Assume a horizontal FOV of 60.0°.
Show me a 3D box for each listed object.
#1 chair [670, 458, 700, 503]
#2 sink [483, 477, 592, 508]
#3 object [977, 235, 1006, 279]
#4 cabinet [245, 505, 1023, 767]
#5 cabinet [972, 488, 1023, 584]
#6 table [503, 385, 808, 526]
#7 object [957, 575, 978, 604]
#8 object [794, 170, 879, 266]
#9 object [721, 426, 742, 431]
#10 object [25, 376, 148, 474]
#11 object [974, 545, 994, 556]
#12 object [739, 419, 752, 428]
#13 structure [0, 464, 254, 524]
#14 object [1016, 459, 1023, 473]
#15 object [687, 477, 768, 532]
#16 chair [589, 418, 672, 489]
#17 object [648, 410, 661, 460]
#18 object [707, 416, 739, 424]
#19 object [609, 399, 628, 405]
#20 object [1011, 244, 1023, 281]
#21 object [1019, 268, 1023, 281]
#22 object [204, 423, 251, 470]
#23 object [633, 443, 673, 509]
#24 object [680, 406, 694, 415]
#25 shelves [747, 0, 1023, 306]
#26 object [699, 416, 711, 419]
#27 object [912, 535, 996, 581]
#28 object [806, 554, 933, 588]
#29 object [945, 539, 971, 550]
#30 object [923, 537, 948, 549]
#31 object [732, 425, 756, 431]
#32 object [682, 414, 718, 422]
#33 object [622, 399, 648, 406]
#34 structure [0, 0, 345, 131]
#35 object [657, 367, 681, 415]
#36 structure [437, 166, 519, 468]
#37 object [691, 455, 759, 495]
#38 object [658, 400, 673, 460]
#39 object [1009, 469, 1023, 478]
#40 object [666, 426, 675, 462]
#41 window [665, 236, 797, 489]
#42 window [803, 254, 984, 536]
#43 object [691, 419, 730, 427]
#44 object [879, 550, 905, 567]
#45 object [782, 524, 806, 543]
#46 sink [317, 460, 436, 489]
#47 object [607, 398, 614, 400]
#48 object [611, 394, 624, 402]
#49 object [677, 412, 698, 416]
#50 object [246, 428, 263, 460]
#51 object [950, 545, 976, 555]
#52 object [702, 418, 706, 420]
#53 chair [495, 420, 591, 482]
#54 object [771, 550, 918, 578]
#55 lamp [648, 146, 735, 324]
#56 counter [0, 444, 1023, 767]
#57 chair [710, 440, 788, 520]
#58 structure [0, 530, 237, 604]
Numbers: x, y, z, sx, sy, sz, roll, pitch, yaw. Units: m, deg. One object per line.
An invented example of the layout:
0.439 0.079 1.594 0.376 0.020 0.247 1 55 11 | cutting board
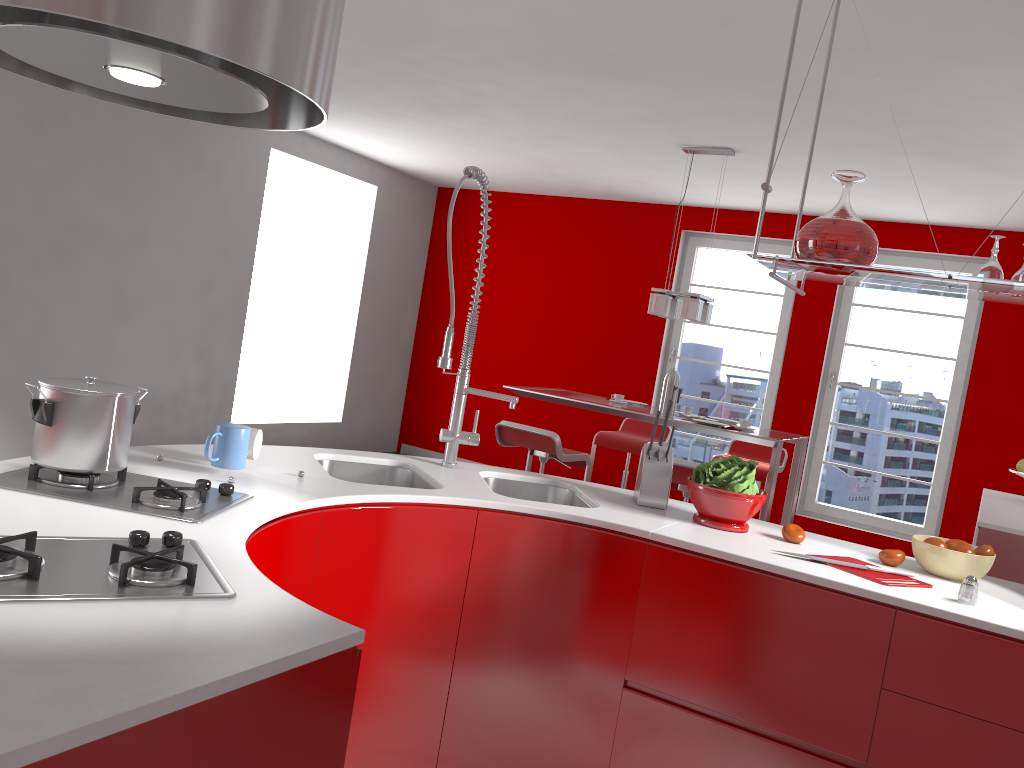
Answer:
0.843 0.793 4.498 0.418 0.857 0.460 11 4 24 | chair
0.057 0.418 2.675 0.326 0.172 0.428 9 3 -10 | sink
1.223 -0.305 2.257 0.060 0.141 0.060 11 4 28 | object
0.307 0.806 1.979 1.875 0.761 1.025 8 3 -16 | cabinet
2.529 1.071 4.299 0.610 0.880 1.802 11 4 28 | cabinet
0.788 0.657 5.448 1.700 1.000 0.800 11 4 28 | table
1.066 0.479 2.069 0.043 0.066 0.042 12 4 42 | object
0.881 -0.431 2.378 0.213 0.266 0.213 7 4 -33 | object
1.230 0.248 4.910 0.095 0.012 0.234 11 4 29 | object
-0.876 0.075 1.821 0.189 0.185 0.218 9 3 -9 | object
1.231 0.448 2.324 0.055 0.058 0.066 10 3 14 | object
1.337 0.230 5.072 0.078 0.049 0.062 11 4 28 | object
-0.796 0.201 1.818 0.457 0.037 0.303 10 3 4 | structure
2.799 0.453 4.816 0.083 0.086 0.100 9 3 -12 | object
0.609 0.349 2.551 0.229 0.118 0.228 9 3 0 | object
0.818 0.682 6.351 0.418 0.857 0.460 12 4 36 | chair
0.418 0.215 2.700 0.012 0.279 0.130 9 3 0 | object
1.312 0.227 5.465 0.217 0.015 0.217 10 3 4 | object
0.667 0.115 5.570 0.119 0.016 0.119 10 3 9 | object
1.328 -0.290 2.295 0.060 0.141 0.060 10 3 5 | object
1.264 -0.291 2.135 0.060 0.141 0.060 11 4 28 | object
-0.679 0.150 2.125 0.080 0.100 0.109 9 3 2 | object
0.437 0.278 2.721 0.091 0.178 0.137 9 3 2 | object
1.080 0.165 5.466 0.062 0.049 0.078 8 4 -21 | object
1.192 -0.705 2.238 0.934 1.023 0.462 11 4 28 | shelves
1.193 0.205 5.534 0.095 0.012 0.234 11 4 27 | object
1.167 0.471 2.360 0.201 0.086 0.201 11 4 30 | object
0.897 0.472 2.241 0.168 0.006 0.266 7 4 -35 | object
1.188 0.443 2.368 0.065 0.052 0.062 10 3 13 | object
1.125 0.433 2.356 0.066 0.049 0.062 12 4 36 | object
1.326 0.253 5.077 0.119 0.016 0.119 6 4 -42 | object
1.111 0.207 5.243 0.217 0.015 0.217 8 4 -24 | object
0.777 0.122 5.753 0.217 0.015 0.217 7 4 -37 | object
-0.562 -0.985 1.476 0.644 0.958 0.644 9 3 -5 | structure
0.968 0.039 5.341 0.149 0.287 0.113 12 4 36 | object
-0.113 -0.187 2.715 0.308 0.920 0.178 8 3 -18 | structure
0.608 0.295 2.552 0.198 0.182 0.193 12 4 34 | object
0.448 0.204 2.690 0.014 0.322 0.150 9 3 0 | object
2.869 0.575 4.748 0.398 0.159 0.398 9 3 -12 | object
0.472 0.221 2.699 0.009 0.197 0.091 9 3 0 | object
1.728 -0.157 7.283 0.938 2.038 0.117 11 4 28 | window
2.849 0.063 6.663 0.938 2.038 0.117 11 4 28 | window
1.114 0.223 4.981 0.217 0.015 0.217 8 4 -25 | object
1.017 0.465 2.375 0.065 0.047 0.063 11 4 28 | object
0.787 0.418 2.479 0.064 0.048 0.063 10 3 7 | object
-0.405 0.350 2.537 0.326 0.172 0.428 8 4 -22 | sink
0.659 0.101 5.822 0.095 0.012 0.234 11 4 27 | object
0.666 0.091 5.575 0.062 0.049 0.078 7 4 -39 | object
1.079 0.190 5.460 0.119 0.016 0.119 11 4 26 | object
-0.699 0.148 2.254 0.100 0.080 0.109 9 3 -2 | object
1.171 0.443 2.308 0.066 0.049 0.062 11 4 25 | object
1.126 0.205 5.245 0.034 0.006 0.036 8 4 -24 | object
0.124 0.652 4.902 0.418 0.857 0.460 11 4 33 | chair
0.843 0.455 2.251 0.375 0.008 0.041 10 3 5 | object
1.093 -0.898 5.331 0.304 1.025 0.304 11 4 28 | lamp
0.089 0.793 2.146 2.865 0.880 1.868 8 4 -28 | counter
1.540 0.823 5.974 0.418 0.857 0.460 11 4 31 | chair
-0.665 0.252 1.302 0.457 0.037 0.303 7 4 -31 | structure
